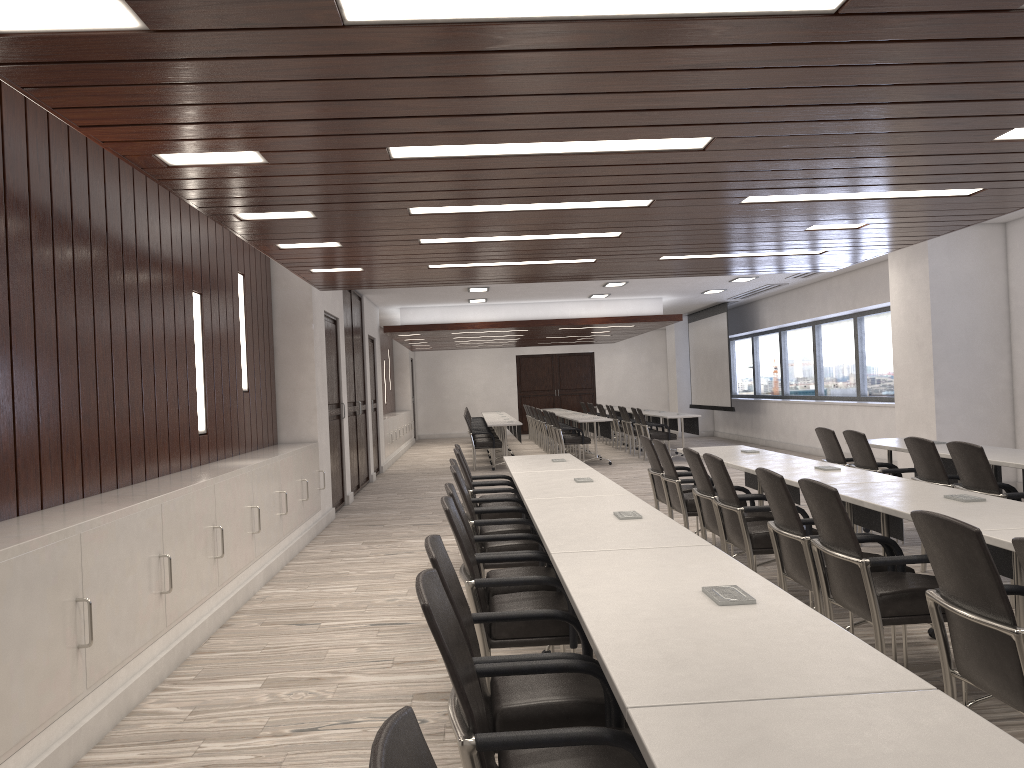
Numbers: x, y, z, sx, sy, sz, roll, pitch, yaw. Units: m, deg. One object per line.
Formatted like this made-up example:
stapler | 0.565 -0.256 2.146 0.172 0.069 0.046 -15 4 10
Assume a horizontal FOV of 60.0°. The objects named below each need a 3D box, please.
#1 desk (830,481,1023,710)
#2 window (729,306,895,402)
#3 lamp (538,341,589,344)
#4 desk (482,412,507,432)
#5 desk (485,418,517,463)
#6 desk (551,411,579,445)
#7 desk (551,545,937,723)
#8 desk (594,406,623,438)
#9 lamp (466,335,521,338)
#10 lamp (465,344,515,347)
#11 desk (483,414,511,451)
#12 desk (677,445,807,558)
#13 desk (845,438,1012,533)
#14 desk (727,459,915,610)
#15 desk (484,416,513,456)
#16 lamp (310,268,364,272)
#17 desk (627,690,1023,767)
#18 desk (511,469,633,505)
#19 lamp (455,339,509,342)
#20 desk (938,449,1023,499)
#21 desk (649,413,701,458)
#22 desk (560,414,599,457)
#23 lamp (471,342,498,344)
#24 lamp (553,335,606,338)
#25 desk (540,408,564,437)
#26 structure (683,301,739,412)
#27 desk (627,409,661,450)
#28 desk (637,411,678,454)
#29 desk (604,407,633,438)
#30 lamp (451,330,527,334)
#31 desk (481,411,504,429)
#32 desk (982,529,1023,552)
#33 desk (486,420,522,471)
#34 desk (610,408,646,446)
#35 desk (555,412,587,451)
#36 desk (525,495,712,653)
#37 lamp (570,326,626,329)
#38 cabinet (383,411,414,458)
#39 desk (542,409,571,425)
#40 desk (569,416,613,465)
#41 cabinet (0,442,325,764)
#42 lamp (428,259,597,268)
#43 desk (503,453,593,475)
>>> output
desk | 1.921 0.907 3.959 0.577 0.795 1.509 -2 0 -3
window | 5.538 -0.423 16.041 0.118 1.419 10.452 -2 0 -3
lamp | 1.390 -1.076 22.344 1.496 0.045 0.236 -2 0 -3
desk | -0.418 1.100 21.580 0.577 0.795 1.509 -2 0 -3
desk | -0.206 1.067 17.024 0.577 0.795 1.509 -2 0 -3
desk | 1.169 1.023 20.127 0.577 0.795 1.509 -2 0 -3
desk | 0.476 0.962 2.367 0.577 0.795 1.509 -2 0 -3
desk | 2.522 0.981 23.242 0.577 0.795 1.509 -2 0 -3
lamp | -0.493 -1.014 18.512 1.496 0.045 0.236 -2 0 -3
lamp | -0.667 -0.987 22.247 1.496 0.045 0.236 -2 0 -3
desk | -0.347 1.089 20.056 0.577 0.795 1.509 -2 0 -3
desk | 1.780 0.929 7.004 0.577 0.795 1.509 -2 0 -3
desk | 3.274 0.864 7.074 0.577 0.795 1.509 -2 0 -3
desk | 1.850 0.918 5.483 0.577 0.795 1.509 -2 0 -3
desk | -0.276 1.078 18.535 0.577 0.795 1.509 -2 0 -3
lamp | -1.540 -1.024 7.774 0.464 0.045 0.236 -2 0 -3
desk | 0.546 0.951 0.855 0.577 0.795 1.509 -2 0 -3
desk | 0.334 0.984 5.412 0.577 0.795 1.509 -2 0 -3
lamp | -0.554 -1.004 19.830 1.496 0.045 0.236 -2 0 -3
desk | 3.344 0.853 5.553 0.577 0.795 1.509 -2 0 -3
desk | 2.875 0.926 15.643 0.577 0.795 1.509 -2 0 -3
desk | 1.310 1.002 17.095 0.577 0.795 1.509 -2 0 -3
lamp | -0.606 -0.996 20.929 1.496 0.045 0.236 -2 0 -3
lamp | 1.502 -1.093 19.926 1.496 0.045 0.236 -2 0 -3
desk | 1.028 1.045 23.172 0.577 0.795 1.509 -2 0 -3
structure | 4.307 -0.598 19.494 0.438 2.329 3.550 -2 0 -3
desk | 2.734 0.948 18.676 0.577 0.795 1.509 -2 0 -3
desk | 2.804 0.937 17.164 0.577 0.795 1.509 -2 0 -3
desk | 2.592 0.970 21.721 0.577 0.795 1.509 -2 0 -3
lamp | -0.422 -1.025 16.973 1.496 0.045 0.236 -2 0 -3
desk | -0.488 1.111 23.101 0.577 0.795 1.509 -2 0 -3
desk | 1.992 0.896 2.438 0.577 0.795 1.509 -2 0 -3
desk | -0.135 1.056 15.503 0.577 0.795 1.509 -2 0 -3
desk | 2.663 0.959 20.197 0.577 0.795 1.509 -2 0 -3
desk | 1.240 1.012 18.606 0.577 0.795 1.509 -2 0 -3
desk | 0.405 0.973 3.888 0.577 0.795 1.509 -2 0 -3
lamp | 1.635 -1.114 17.070 1.496 0.045 0.236 -2 0 -3
cabinet | -2.669 1.038 19.862 0.476 0.698 7.540 -2 0 -3
desk | 1.098 1.034 21.651 0.577 0.795 1.509 -2 0 -3
desk | 1.381 0.991 15.573 0.577 0.795 1.509 -2 0 -3
cabinet | -1.999 0.934 5.444 0.476 0.698 7.540 -2 0 -3
lamp | 0.003 -1.090 7.847 1.496 0.045 0.236 -2 0 -3
desk | 0.264 0.995 6.933 0.577 0.795 1.509 -2 0 -3
